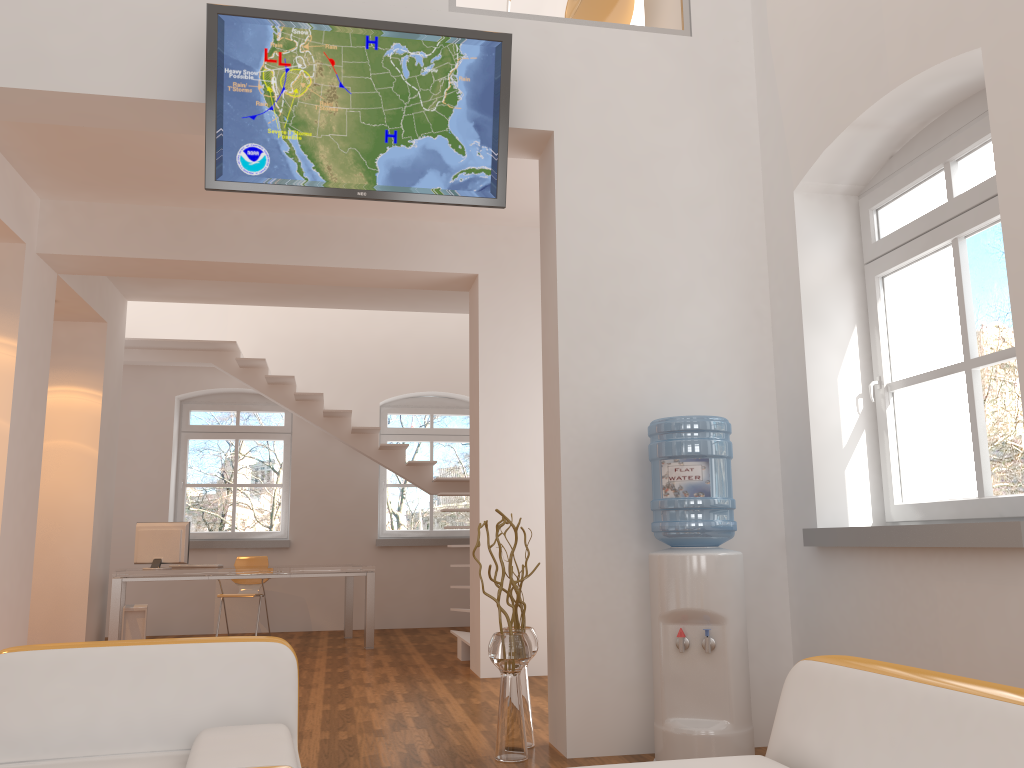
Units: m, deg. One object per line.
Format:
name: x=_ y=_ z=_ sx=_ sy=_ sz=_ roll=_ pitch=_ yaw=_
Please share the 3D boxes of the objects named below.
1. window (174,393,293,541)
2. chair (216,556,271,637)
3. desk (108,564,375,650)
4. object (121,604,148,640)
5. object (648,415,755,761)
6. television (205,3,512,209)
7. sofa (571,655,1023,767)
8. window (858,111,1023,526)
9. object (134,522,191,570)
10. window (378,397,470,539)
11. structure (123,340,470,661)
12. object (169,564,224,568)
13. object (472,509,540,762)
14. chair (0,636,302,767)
window: x=-3.235 y=0.963 z=10.371 sx=1.308 sy=1.737 sz=0.142 roll=1 pitch=-10 yaw=-11
chair: x=-2.783 y=2.211 z=9.203 sx=0.495 sy=0.829 sz=0.464 roll=-1 pitch=-10 yaw=4
desk: x=-2.509 y=2.095 z=8.295 sx=2.239 sy=0.750 sz=1.092 roll=3 pitch=-11 yaw=-21
object: x=-3.471 y=2.256 z=8.152 sx=0.200 sy=0.422 sz=0.474 roll=3 pitch=-11 yaw=-21
object: x=0.819 y=0.901 z=3.935 sx=0.436 sy=1.490 sz=0.436 roll=4 pitch=-11 yaw=-25
television: x=-0.700 y=-1.276 z=4.141 sx=1.388 sy=0.803 sz=0.266 roll=1 pitch=-10 yaw=-11
sofa: x=0.691 y=0.847 z=1.268 sx=0.825 sy=0.661 sz=2.010 roll=2 pitch=-10 yaw=-13
window: x=1.846 y=-0.241 z=3.618 sx=0.142 sy=1.627 sz=1.302 roll=1 pitch=-10 yaw=-11
object: x=-3.203 y=1.460 z=8.017 sx=0.516 sy=0.418 sz=0.245 roll=-4 pitch=-11 yaw=18
window: x=-0.984 y=1.015 z=10.809 sx=1.308 sy=1.737 sz=0.142 roll=1 pitch=-10 yaw=-11
structure: x=-1.841 y=0.968 z=8.499 sx=4.630 sy=3.042 sz=3.450 roll=1 pitch=-10 yaw=-11
object: x=-3.003 y=1.730 z=8.444 sx=0.467 sy=0.031 sz=0.200 roll=0 pitch=-10 yaw=-1
object: x=0.002 y=1.165 z=4.284 sx=0.284 sy=1.112 sz=0.655 roll=-2 pitch=-10 yaw=10
chair: x=-1.036 y=1.063 z=2.379 sx=0.923 sy=0.661 sz=0.825 roll=2 pitch=-11 yaw=-16
